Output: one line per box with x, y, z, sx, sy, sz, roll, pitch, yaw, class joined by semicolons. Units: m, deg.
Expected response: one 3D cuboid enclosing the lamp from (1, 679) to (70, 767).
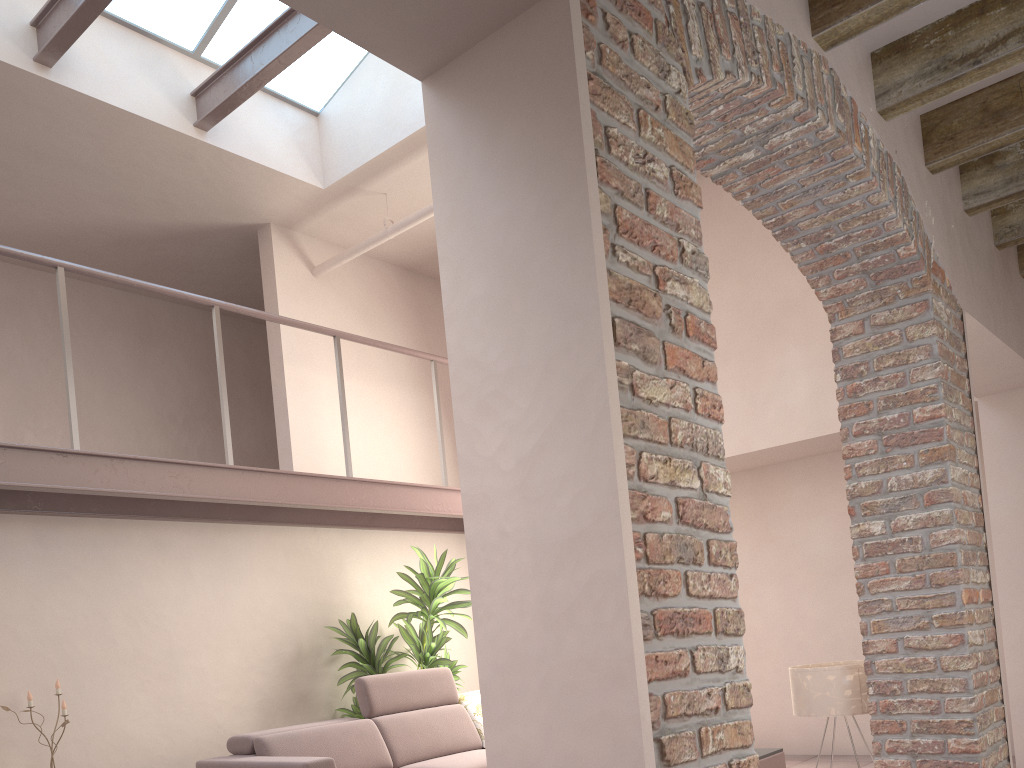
-2.489;2.132;4.830;0.339;1.108;0.237;-5;-2;-18;lamp

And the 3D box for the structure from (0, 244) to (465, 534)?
-0.627;0.803;4.506;3.829;3.136;7.337;-13;-16;38;structure

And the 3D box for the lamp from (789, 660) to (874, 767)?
1.436;1.625;3.910;0.413;0.833;0.391;-9;-5;39;lamp

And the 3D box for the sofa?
-0.112;2.100;5.237;2.191;0.920;3.217;-16;-18;38;sofa

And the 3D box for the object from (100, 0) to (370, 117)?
-1.959;-2.809;3.684;2.372;0.657;4.635;-17;-19;37;object

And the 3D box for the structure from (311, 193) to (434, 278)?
0.044;-1.466;5.538;4.192;0.321;0.110;-19;-10;39;structure
